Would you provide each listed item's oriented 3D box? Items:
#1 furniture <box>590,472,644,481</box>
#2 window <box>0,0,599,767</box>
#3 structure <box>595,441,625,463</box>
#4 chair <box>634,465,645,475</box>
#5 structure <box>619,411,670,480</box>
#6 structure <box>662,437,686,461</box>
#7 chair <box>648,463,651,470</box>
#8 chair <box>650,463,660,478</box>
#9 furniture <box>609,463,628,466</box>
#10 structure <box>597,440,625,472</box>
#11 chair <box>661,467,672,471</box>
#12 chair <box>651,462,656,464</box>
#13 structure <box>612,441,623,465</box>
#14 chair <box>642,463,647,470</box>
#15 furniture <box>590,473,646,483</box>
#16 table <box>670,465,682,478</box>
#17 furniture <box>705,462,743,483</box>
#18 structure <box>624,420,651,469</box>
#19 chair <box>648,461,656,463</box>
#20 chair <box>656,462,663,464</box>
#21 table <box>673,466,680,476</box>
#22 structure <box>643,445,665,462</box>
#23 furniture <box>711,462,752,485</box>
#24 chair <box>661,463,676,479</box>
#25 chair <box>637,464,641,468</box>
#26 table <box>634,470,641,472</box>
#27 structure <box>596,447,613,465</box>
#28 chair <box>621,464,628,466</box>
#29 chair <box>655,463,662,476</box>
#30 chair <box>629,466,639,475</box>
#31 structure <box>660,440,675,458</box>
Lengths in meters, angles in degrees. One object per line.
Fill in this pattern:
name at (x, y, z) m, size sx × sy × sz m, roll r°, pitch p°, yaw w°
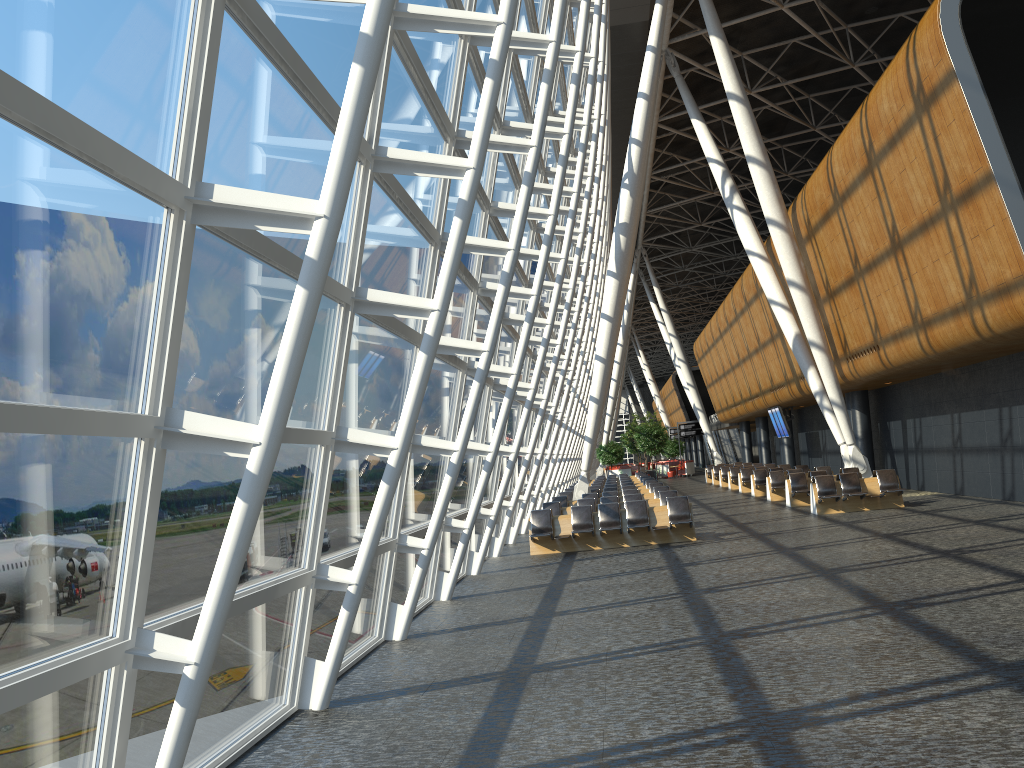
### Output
furniture at (5.095, 5.012, 44.442) m, size 3.255 × 0.869 × 1.662 m, roll -6°, pitch -4°, yaw 7°
window at (8.240, 1.749, 83.895) m, size 3.724 × 14.019 × 166.486 m, roll -6°, pitch -5°, yaw 6°
structure at (6.576, 5.152, 58.797) m, size 1.911 × 2.970 × 1.872 m, roll -5°, pitch -1°, yaw -19°
chair at (8.213, 5.804, 57.083) m, size 0.664 × 1.010 × 0.620 m, roll -6°, pitch -1°, yaw 31°
structure at (8.743, 4.159, 58.967) m, size 3.092 × 4.533 × 5.817 m, roll -6°, pitch -3°, yaw -1°
structure at (12.260, 5.395, 66.531) m, size 1.724 × 2.780 × 1.791 m, roll -5°, pitch -1°, yaw -36°
chair at (10.889, 6.576, 68.223) m, size 0.664 × 1.010 × 0.619 m, roll -7°, pitch -1°, yaw 41°
chair at (10.021, 5.967, 60.781) m, size 0.664 × 1.010 × 0.619 m, roll -7°, pitch -1°, yaw 41°
furniture at (11.038, 9.185, 95.448) m, size 3.255 × 0.869 × 1.662 m, roll -6°, pitch -4°, yaw 7°
structure at (6.338, 5.001, 55.905) m, size 1.724 × 2.780 × 1.791 m, roll -5°, pitch -1°, yaw -36°
chair at (10.383, 5.712, 58.448) m, size 0.619 × 1.010 × 0.665 m, roll -5°, pitch -1°, yaw -39°
chair at (11.033, 6.451, 67.051) m, size 0.626 × 1.010 × 0.657 m, roll -7°, pitch -1°, yaw 41°
structure at (7.164, 5.545, 62.996) m, size 1.774 × 2.852 × 1.843 m, roll -5°, pitch -1°, yaw -36°
chair at (11.038, 6.925, 72.119) m, size 0.659 × 1.010 × 0.624 m, roll -6°, pitch -1°, yaw -9°
furniture at (4.747, 4.768, 41.463) m, size 3.255 × 0.869 × 1.662 m, roll -6°, pitch -4°, yaw 7°
table at (10.806, 5.742, 57.833) m, size 0.802 × 0.750 × 0.797 m, roll -7°, pitch -3°, yaw 23°
furniture at (10.628, 4.411, 44.017) m, size 1.899 × 0.869 × 1.662 m, roll -6°, pitch -4°, yaw 6°
structure at (11.019, 5.407, 74.764) m, size 3.108 × 4.535 × 5.725 m, roll -6°, pitch -3°, yaw 29°
chair at (11.740, 6.935, 72.979) m, size 0.621 × 1.010 × 0.662 m, roll -6°, pitch -1°, yaw -9°
chair at (11.071, 6.236, 64.793) m, size 0.657 × 1.010 × 0.626 m, roll -5°, pitch -1°, yaw -39°
table at (10.506, 5.631, 56.329) m, size 0.802 × 0.750 × 0.797 m, roll -7°, pitch -3°, yaw 23°
structure at (11.464, 5.467, 70.175) m, size 2.287 × 3.477 × 2.213 m, roll -6°, pitch -1°, yaw 19°
furniture at (10.281, 4.167, 41.039) m, size 1.899 × 0.869 × 1.662 m, roll -6°, pitch -4°, yaw 6°
chair at (10.204, 5.627, 57.350) m, size 0.657 × 1.010 × 0.626 m, roll -5°, pitch -1°, yaw -39°
chair at (9.081, 6.413, 64.526) m, size 0.664 × 1.010 × 0.620 m, roll -6°, pitch -1°, yaw 31°
table at (8.057, 5.852, 56.036) m, size 0.796 × 0.750 × 0.803 m, roll -5°, pitch -3°, yaw -22°
structure at (7.319, 5.859, 66.318) m, size 1.747 × 2.814 × 1.815 m, roll -5°, pitch -1°, yaw -36°
chair at (9.180, 7.186, 72.888) m, size 0.620 × 1.010 × 0.664 m, roll -5°, pitch -1°, yaw -29°
chair at (10.166, 5.843, 59.609) m, size 0.626 × 1.010 × 0.657 m, roll -7°, pitch -1°, yaw 41°
chair at (8.015, 5.952, 58.445) m, size 0.626 × 1.010 × 0.658 m, roll -6°, pitch -1°, yaw 31°
structure at (13.773, 6.096, 76.823) m, size 1.874 × 2.996 × 1.946 m, roll -5°, pitch -1°, yaw -36°
